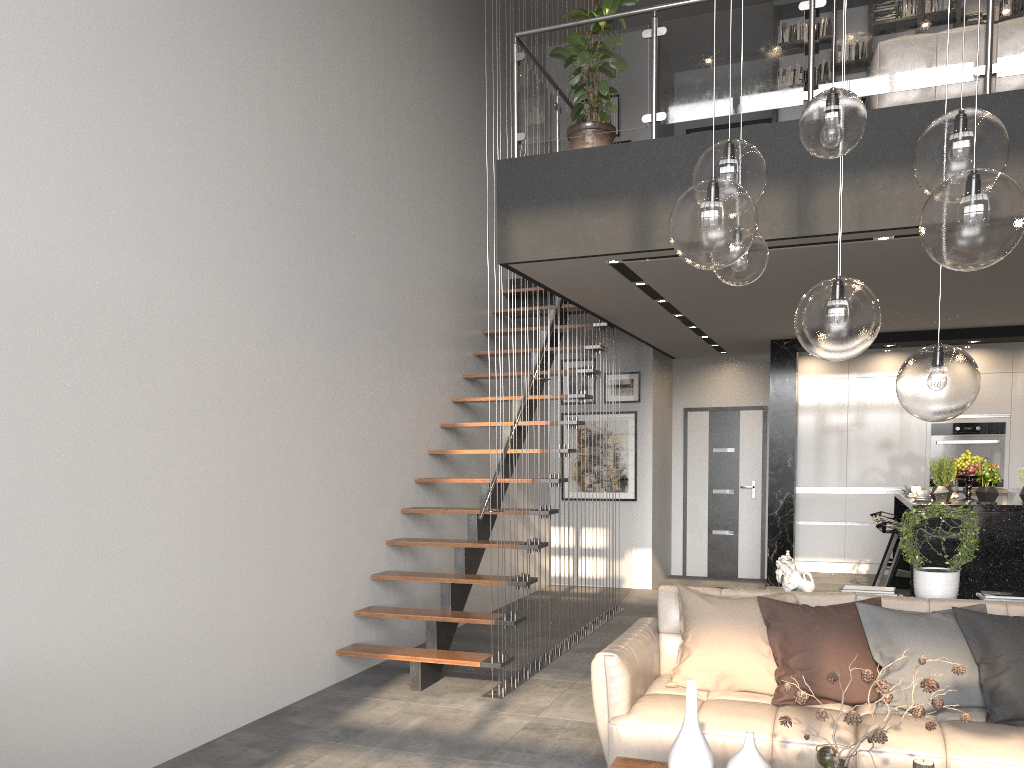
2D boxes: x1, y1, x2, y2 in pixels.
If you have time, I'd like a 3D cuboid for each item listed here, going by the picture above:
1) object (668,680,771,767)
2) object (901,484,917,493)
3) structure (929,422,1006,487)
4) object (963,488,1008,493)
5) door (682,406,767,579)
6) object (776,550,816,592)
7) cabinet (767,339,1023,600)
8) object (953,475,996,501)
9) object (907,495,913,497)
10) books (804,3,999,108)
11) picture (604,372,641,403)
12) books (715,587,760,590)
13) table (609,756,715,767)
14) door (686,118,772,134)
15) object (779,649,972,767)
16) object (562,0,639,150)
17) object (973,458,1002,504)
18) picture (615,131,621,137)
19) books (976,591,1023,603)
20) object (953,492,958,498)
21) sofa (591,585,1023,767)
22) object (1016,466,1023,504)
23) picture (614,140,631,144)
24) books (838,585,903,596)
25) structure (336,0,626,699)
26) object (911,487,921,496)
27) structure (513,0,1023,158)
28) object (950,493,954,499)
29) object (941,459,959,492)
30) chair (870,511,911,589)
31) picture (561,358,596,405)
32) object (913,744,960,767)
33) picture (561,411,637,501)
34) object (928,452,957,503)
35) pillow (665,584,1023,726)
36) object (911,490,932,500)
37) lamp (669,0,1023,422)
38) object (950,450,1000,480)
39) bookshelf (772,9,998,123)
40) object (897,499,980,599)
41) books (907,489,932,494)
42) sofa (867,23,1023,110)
[{"bbox_3d":[0.683,1.195,2.924,0.315,0.401,0.318,0,1,40],"label":"object"},{"bbox_3d":[3.461,0.907,7.595,0.155,0.071,0.155,0,-3,-11],"label":"object"},{"bbox_3d":[4.593,0.720,8.908,0.655,0.637,0.649,-1,0,21],"label":"structure"},{"bbox_3d":[4.072,0.916,7.537,0.290,0.030,0.400,-2,-5,20],"label":"object"},{"bbox_3d":[2.556,1.322,10.553,0.974,2.102,0.167,1,5,20],"label":"door"},{"bbox_3d":[1.532,1.042,4.713,0.207,0.292,0.135,1,3,40],"label":"object"},{"bbox_3d":[3.741,0.411,6.910,3.620,3.265,6.186,-1,-2,21],"label":"cabinet"},{"bbox_3d":[3.294,0.747,6.314,0.367,0.189,0.367,0,-3,-16],"label":"object"},{"bbox_3d":[3.256,0.886,6.922,0.228,0.003,0.228,-2,-5,21],"label":"object"},{"bbox_3d":[4.211,-2.438,7.990,3.438,2.353,0.210,-1,4,20],"label":"books"},{"bbox_3d":[1.216,0.041,9.663,0.410,0.337,0.024,-1,4,20],"label":"picture"},{"bbox_3d":[1.245,1.167,4.837,0.294,0.055,0.183,-2,-4,25],"label":"books"},{"bbox_3d":[0.927,1.551,2.702,1.453,0.357,0.895,-2,-4,21],"label":"table"},{"bbox_3d":[2.528,-1.978,10.282,0.974,2.102,0.167,1,5,20],"label":"door"},{"bbox_3d":[1.102,1.066,2.600,0.542,0.609,0.315,-1,3,-9],"label":"object"},{"bbox_3d":[0.525,-2.052,5.275,0.771,1.483,0.525,2,4,41],"label":"object"},{"bbox_3d":[3.224,0.656,5.939,0.178,0.315,0.171,1,3,31],"label":"object"},{"bbox_3d":[0.933,-2.870,9.517,0.504,0.415,0.024,-1,4,20],"label":"picture"},{"bbox_3d":[2.494,1.098,4.381,0.325,0.100,0.204,-2,-3,21],"label":"books"},{"bbox_3d":[3.298,0.833,6.615,0.131,0.060,0.069,-2,-1,21],"label":"object"},{"bbox_3d":[1.872,1.366,3.420,3.244,0.825,1.872,-2,-3,21],"label":"sofa"},{"bbox_3d":[3.495,0.662,5.866,0.221,0.287,0.210,0,2,34],"label":"object"},{"bbox_3d":[1.127,-2.408,9.484,0.333,0.415,0.024,0,5,20],"label":"picture"},{"bbox_3d":[1.883,1.127,4.615,0.348,0.101,0.193,-2,-3,20],"label":"books"},{"bbox_3d":[-0.011,-0.872,7.067,1.177,6.104,3.571,1,3,21],"label":"structure"},{"bbox_3d":[3.234,0.859,7.001,0.084,0.071,0.077,0,0,-20],"label":"object"},{"bbox_3d":[2.549,-1.653,5.999,4.222,0.745,3.369,-2,-4,21],"label":"structure"},{"bbox_3d":[3.267,0.830,6.570,0.074,0.059,0.060,-1,-1,42],"label":"object"},{"bbox_3d":[3.820,0.799,7.635,0.150,0.286,0.199,0,2,4],"label":"object"},{"bbox_3d":[3.126,1.448,7.080,0.434,0.741,1.724,0,-3,21],"label":"chair"},{"bbox_3d":[0.748,-0.026,9.832,0.410,0.510,0.024,0,5,20],"label":"picture"},{"bbox_3d":[1.379,1.277,2.833,0.153,0.213,0.077,0,4,31],"label":"object"},{"bbox_3d":[0.973,0.814,9.816,0.871,1.003,0.024,0,4,20],"label":"picture"},{"bbox_3d":[2.986,0.639,6.048,0.186,0.372,0.195,-2,3,-25],"label":"object"},{"bbox_3d":[1.686,1.231,3.987,1.941,0.504,0.540,-2,-1,20],"label":"pillow"},{"bbox_3d":[3.032,0.820,6.455,0.155,0.071,0.155,0,-3,-11],"label":"object"},{"bbox_3d":[0.923,-2.404,2.366,1.230,5.044,1.218,1,4,18],"label":"lamp"},{"bbox_3d":[3.303,0.581,6.306,0.347,0.217,0.318,-1,-2,18],"label":"object"},{"bbox_3d":[4.215,-2.393,8.002,3.521,2.540,0.245,-1,4,20],"label":"bookshelf"},{"bbox_3d":[2.169,0.873,4.470,0.385,0.581,0.214,0,4,1],"label":"object"},{"bbox_3d":[3.470,0.897,7.281,0.322,0.038,0.172,-2,-4,20],"label":"books"},{"bbox_3d":[3.317,-1.741,5.179,2.277,0.787,2.282,-2,-4,21],"label":"sofa"}]
